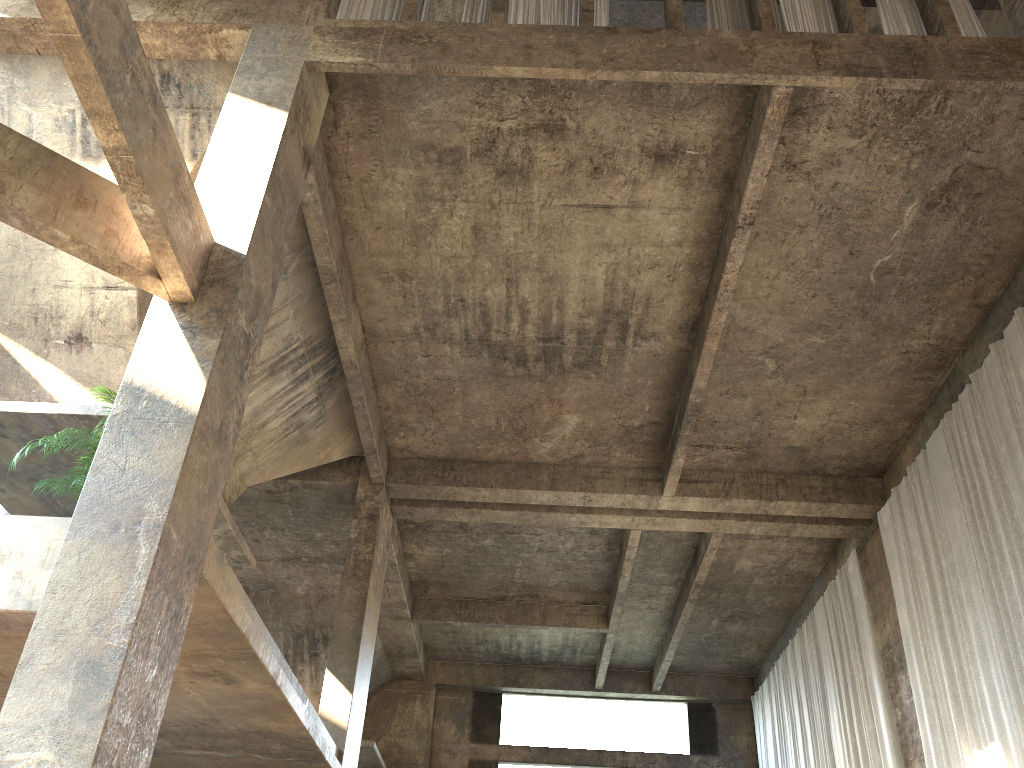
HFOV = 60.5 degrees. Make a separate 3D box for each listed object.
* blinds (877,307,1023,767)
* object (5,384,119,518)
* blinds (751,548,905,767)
[{"bbox_3d":[5.654,3.007,8.649,0.275,8.111,8.327,2,-35,3],"label":"blinds"},{"bbox_3d":[-3.255,0.797,7.312,1.402,1.697,1.442,-1,-35,7],"label":"object"},{"bbox_3d":[5.667,8.563,16.029,0.275,8.111,8.327,3,-35,1],"label":"blinds"}]
